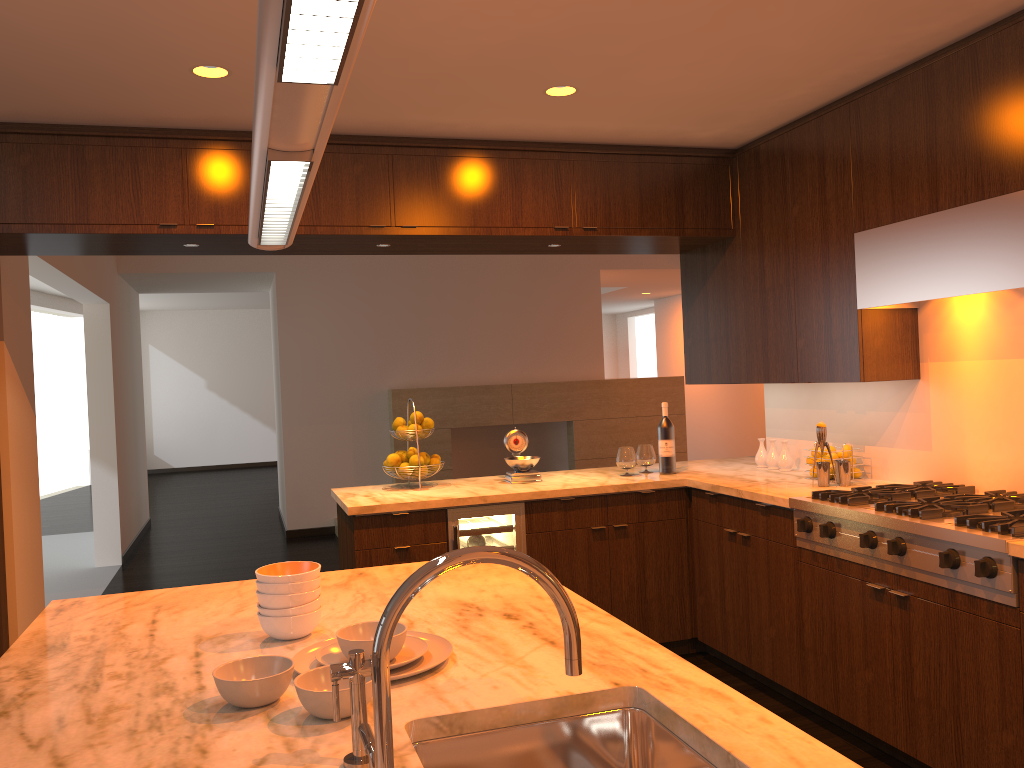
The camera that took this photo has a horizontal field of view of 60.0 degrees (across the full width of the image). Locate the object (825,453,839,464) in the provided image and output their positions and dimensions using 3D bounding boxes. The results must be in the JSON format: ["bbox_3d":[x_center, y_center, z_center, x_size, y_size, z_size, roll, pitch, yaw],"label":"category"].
[{"bbox_3d":[1.479,0.344,4.100,0.061,0.052,0.053,-2,0,29],"label":"object"}]

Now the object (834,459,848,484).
[{"bbox_3d":[1.482,0.395,3.986,0.060,0.106,0.060,-2,0,15],"label":"object"}]

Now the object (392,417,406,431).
[{"bbox_3d":[-0.588,0.212,4.620,0.075,0.079,0.077,-3,0,-8],"label":"object"}]

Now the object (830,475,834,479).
[{"bbox_3d":[1.465,0.418,4.130,0.064,0.063,0.074,-2,0,36],"label":"object"}]

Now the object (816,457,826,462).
[{"bbox_3d":[1.452,0.367,4.146,0.062,0.053,0.052,-3,0,-12],"label":"object"}]

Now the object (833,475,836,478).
[{"bbox_3d":[1.510,0.417,4.094,0.051,0.053,0.063,-2,0,24],"label":"object"}]

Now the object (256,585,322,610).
[{"bbox_3d":[-0.484,0.473,1.928,0.139,0.062,0.140,-3,0,-17],"label":"object"}]

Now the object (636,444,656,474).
[{"bbox_3d":[0.719,0.402,4.774,0.112,0.151,0.112,-3,0,1],"label":"object"}]

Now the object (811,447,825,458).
[{"bbox_3d":[1.437,0.323,4.162,0.053,0.051,0.063,-3,0,-27],"label":"object"}]

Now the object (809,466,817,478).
[{"bbox_3d":[1.434,0.413,4.183,0.060,0.057,0.052,-2,0,18],"label":"object"}]

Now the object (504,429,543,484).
[{"bbox_3d":[0.048,0.375,4.640,0.191,0.266,0.231,-3,0,-14],"label":"object"}]

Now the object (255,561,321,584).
[{"bbox_3d":[-0.485,0.430,1.929,0.139,0.062,0.140,-3,0,-8],"label":"object"}]

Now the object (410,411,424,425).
[{"bbox_3d":[-0.485,0.175,4.528,0.068,0.072,0.071,-2,0,29],"label":"object"}]

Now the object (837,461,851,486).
[{"bbox_3d":[1.466,0.396,3.913,0.060,0.106,0.060,-2,0,15],"label":"object"}]

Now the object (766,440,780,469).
[{"bbox_3d":[1.381,0.372,4.687,0.079,0.154,0.079,-3,0,-34],"label":"object"}]

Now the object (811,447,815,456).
[{"bbox_3d":[1.449,0.326,4.213,0.052,0.060,0.057,-3,0,4],"label":"object"}]

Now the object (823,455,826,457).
[{"bbox_3d":[1.482,0.362,4.194,0.064,0.053,0.051,-2,0,19],"label":"object"}]

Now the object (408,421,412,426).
[{"bbox_3d":[-0.508,0.204,4.584,0.061,0.063,0.062,-3,0,7],"label":"object"}]

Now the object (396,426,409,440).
[{"bbox_3d":[-0.558,0.250,4.564,0.078,0.072,0.077,-2,0,39],"label":"object"}]

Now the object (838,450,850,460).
[{"bbox_3d":[1.536,0.330,4.106,0.051,0.053,0.063,-2,0,29],"label":"object"}]

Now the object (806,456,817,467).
[{"bbox_3d":[1.425,0.366,4.202,0.053,0.051,0.063,-3,0,-15],"label":"object"}]

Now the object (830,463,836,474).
[{"bbox_3d":[1.473,0.391,4.075,0.061,0.054,0.052,-3,0,-7],"label":"object"}]

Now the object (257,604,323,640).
[{"bbox_3d":[-0.481,0.519,1.929,0.139,0.059,0.140,-3,0,-26],"label":"object"}]

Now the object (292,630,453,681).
[{"bbox_3d":[-0.268,0.530,1.713,0.309,0.021,0.310,-3,0,-17],"label":"object"}]

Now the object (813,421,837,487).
[{"bbox_3d":[1.378,0.309,3.941,0.101,0.288,0.088,-2,0,13],"label":"object"}]

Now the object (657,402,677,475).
[{"bbox_3d":[0.814,0.285,4.682,0.095,0.378,0.094,-3,0,8],"label":"object"}]

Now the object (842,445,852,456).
[{"bbox_3d":[1.573,0.315,4.162,0.050,0.060,0.059,-2,0,16],"label":"object"}]

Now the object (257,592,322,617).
[{"bbox_3d":[-0.482,0.495,1.929,0.139,0.068,0.140,-3,0,-34],"label":"object"}]

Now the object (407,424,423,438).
[{"bbox_3d":[-0.493,0.239,4.516,0.078,0.077,0.077,-3,0,0],"label":"object"}]

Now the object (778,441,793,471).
[{"bbox_3d":[1.411,0.371,4.581,0.079,0.154,0.079,-3,0,-34],"label":"object"}]

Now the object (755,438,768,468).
[{"bbox_3d":[1.351,0.372,4.791,0.079,0.154,0.079,-3,0,-34],"label":"object"}]

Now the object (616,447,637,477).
[{"bbox_3d":[0.603,0.408,4.673,0.112,0.151,0.112,-3,0,1],"label":"object"}]

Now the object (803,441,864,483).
[{"bbox_3d":[1.508,0.359,4.162,0.189,0.175,0.207,-3,0,-19],"label":"object"}]

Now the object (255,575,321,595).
[{"bbox_3d":[-0.484,0.451,1.928,0.139,0.064,0.140,-3,0,-43],"label":"object"}]

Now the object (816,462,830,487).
[{"bbox_3d":[1.379,0.400,3.927,0.060,0.106,0.060,-2,0,15],"label":"object"}]

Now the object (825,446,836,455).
[{"bbox_3d":[1.497,0.317,4.165,0.051,0.053,0.063,-2,0,18],"label":"object"}]

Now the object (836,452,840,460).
[{"bbox_3d":[1.539,0.346,4.178,0.055,0.051,0.061,-2,0,10],"label":"object"}]
